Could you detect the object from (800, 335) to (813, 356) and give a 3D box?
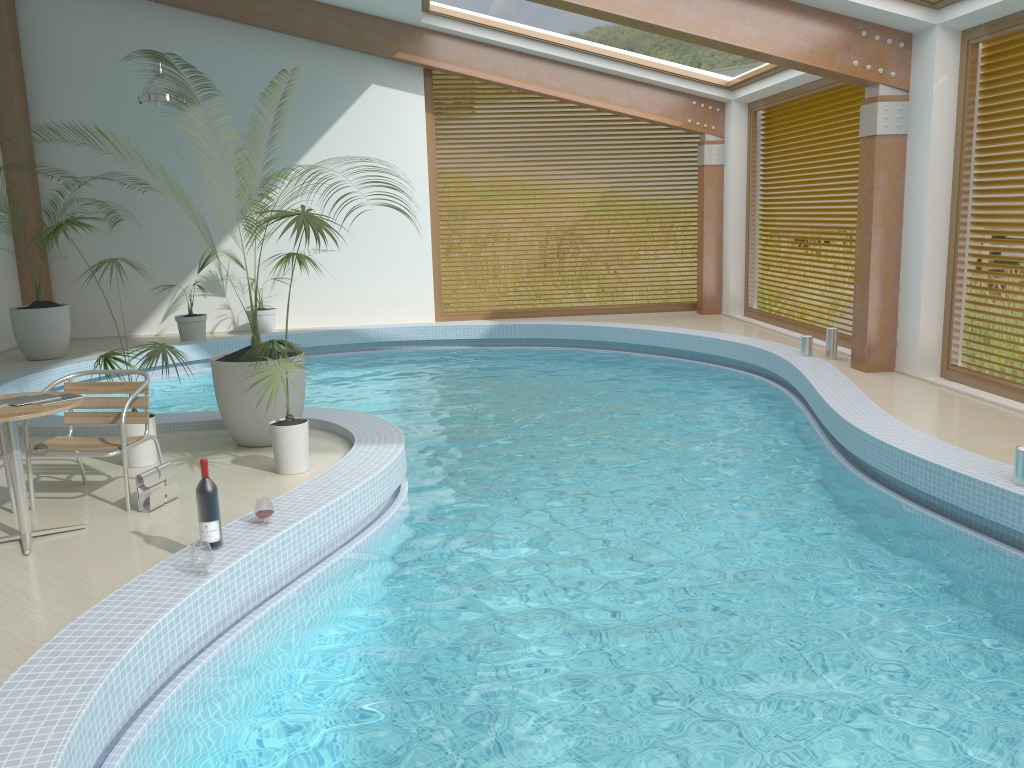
[{"bbox_3d":[3.008,-0.397,9.054,0.115,0.204,0.115,6,13,34],"label":"object"}]

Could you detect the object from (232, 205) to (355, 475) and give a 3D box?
[{"bbox_3d":[-1.371,-0.266,5.595,0.791,1.695,1.059,-5,12,-18],"label":"object"}]

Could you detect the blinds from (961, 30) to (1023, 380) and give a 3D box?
[{"bbox_3d":[4.343,-1.157,5.949,0.095,2.921,4.200,-3,11,-5],"label":"blinds"}]

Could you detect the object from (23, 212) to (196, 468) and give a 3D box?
[{"bbox_3d":[-2.639,-0.278,5.862,1.059,1.695,0.791,5,13,30],"label":"object"}]

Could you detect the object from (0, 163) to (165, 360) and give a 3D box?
[{"bbox_3d":[-5.733,-1.812,10.915,2.729,2.960,2.979,-7,12,-24],"label":"object"}]

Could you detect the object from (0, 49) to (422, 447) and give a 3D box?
[{"bbox_3d":[-1.829,-1.002,6.115,2.979,2.960,2.729,0,11,12],"label":"object"}]

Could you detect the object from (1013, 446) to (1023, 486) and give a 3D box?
[{"bbox_3d":[2.780,0.442,4.794,0.115,0.194,0.115,6,13,34],"label":"object"}]

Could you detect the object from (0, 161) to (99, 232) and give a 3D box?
[{"bbox_3d":[-5.684,-1.358,8.569,2.729,2.960,2.979,-11,14,-39],"label":"object"}]

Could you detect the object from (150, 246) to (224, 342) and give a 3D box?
[{"bbox_3d":[-4.277,-1.205,11.904,0.822,1.310,1.067,6,13,33],"label":"object"}]

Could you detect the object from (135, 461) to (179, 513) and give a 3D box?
[{"bbox_3d":[-2.051,0.593,5.138,0.081,0.223,0.272,1,11,14],"label":"object"}]

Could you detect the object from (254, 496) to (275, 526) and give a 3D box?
[{"bbox_3d":[-1.266,0.648,4.538,0.102,0.137,0.102,-1,11,3],"label":"object"}]

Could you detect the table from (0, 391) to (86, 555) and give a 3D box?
[{"bbox_3d":[-2.564,0.461,4.600,0.700,0.720,0.700,1,11,14],"label":"table"}]

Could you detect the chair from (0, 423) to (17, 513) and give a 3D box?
[{"bbox_3d":[-3.219,0.409,4.921,0.563,0.727,0.618,6,14,36],"label":"chair"}]

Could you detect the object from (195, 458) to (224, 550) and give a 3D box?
[{"bbox_3d":[-1.442,0.564,4.206,0.109,0.435,0.109,4,13,29],"label":"object"}]

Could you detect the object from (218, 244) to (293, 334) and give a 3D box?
[{"bbox_3d":[-3.571,-1.322,12.396,1.067,1.310,0.822,-1,11,6],"label":"object"}]

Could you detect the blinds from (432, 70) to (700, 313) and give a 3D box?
[{"bbox_3d":[0.895,-3.096,13.556,4.500,4.025,0.099,-3,11,-5],"label":"blinds"}]

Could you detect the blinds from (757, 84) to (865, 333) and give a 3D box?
[{"bbox_3d":[3.834,-2.095,10.867,0.095,2.921,4.200,-3,11,-5],"label":"blinds"}]

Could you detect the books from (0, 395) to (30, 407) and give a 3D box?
[{"bbox_3d":[-2.611,0.091,4.614,0.166,0.004,0.241,6,13,35],"label":"books"}]

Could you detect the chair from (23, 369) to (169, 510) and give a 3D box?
[{"bbox_3d":[-2.471,0.320,5.256,0.618,0.727,0.563,0,11,7],"label":"chair"}]

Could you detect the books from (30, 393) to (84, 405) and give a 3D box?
[{"bbox_3d":[-2.390,0.080,4.635,0.166,0.004,0.241,6,13,35],"label":"books"}]

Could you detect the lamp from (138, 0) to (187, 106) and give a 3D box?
[{"bbox_3d":[-3.915,-4.087,9.687,0.506,1.958,0.505,-3,11,-5],"label":"lamp"}]

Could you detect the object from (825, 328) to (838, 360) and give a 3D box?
[{"bbox_3d":[3.334,-0.423,9.251,0.115,0.320,0.115,8,15,42],"label":"object"}]

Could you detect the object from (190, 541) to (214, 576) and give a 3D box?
[{"bbox_3d":[-1.369,0.772,3.916,0.102,0.137,0.102,-1,11,3],"label":"object"}]

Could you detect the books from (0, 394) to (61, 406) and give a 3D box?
[{"bbox_3d":[-2.506,0.081,4.623,0.166,0.004,0.241,6,13,35],"label":"books"}]
